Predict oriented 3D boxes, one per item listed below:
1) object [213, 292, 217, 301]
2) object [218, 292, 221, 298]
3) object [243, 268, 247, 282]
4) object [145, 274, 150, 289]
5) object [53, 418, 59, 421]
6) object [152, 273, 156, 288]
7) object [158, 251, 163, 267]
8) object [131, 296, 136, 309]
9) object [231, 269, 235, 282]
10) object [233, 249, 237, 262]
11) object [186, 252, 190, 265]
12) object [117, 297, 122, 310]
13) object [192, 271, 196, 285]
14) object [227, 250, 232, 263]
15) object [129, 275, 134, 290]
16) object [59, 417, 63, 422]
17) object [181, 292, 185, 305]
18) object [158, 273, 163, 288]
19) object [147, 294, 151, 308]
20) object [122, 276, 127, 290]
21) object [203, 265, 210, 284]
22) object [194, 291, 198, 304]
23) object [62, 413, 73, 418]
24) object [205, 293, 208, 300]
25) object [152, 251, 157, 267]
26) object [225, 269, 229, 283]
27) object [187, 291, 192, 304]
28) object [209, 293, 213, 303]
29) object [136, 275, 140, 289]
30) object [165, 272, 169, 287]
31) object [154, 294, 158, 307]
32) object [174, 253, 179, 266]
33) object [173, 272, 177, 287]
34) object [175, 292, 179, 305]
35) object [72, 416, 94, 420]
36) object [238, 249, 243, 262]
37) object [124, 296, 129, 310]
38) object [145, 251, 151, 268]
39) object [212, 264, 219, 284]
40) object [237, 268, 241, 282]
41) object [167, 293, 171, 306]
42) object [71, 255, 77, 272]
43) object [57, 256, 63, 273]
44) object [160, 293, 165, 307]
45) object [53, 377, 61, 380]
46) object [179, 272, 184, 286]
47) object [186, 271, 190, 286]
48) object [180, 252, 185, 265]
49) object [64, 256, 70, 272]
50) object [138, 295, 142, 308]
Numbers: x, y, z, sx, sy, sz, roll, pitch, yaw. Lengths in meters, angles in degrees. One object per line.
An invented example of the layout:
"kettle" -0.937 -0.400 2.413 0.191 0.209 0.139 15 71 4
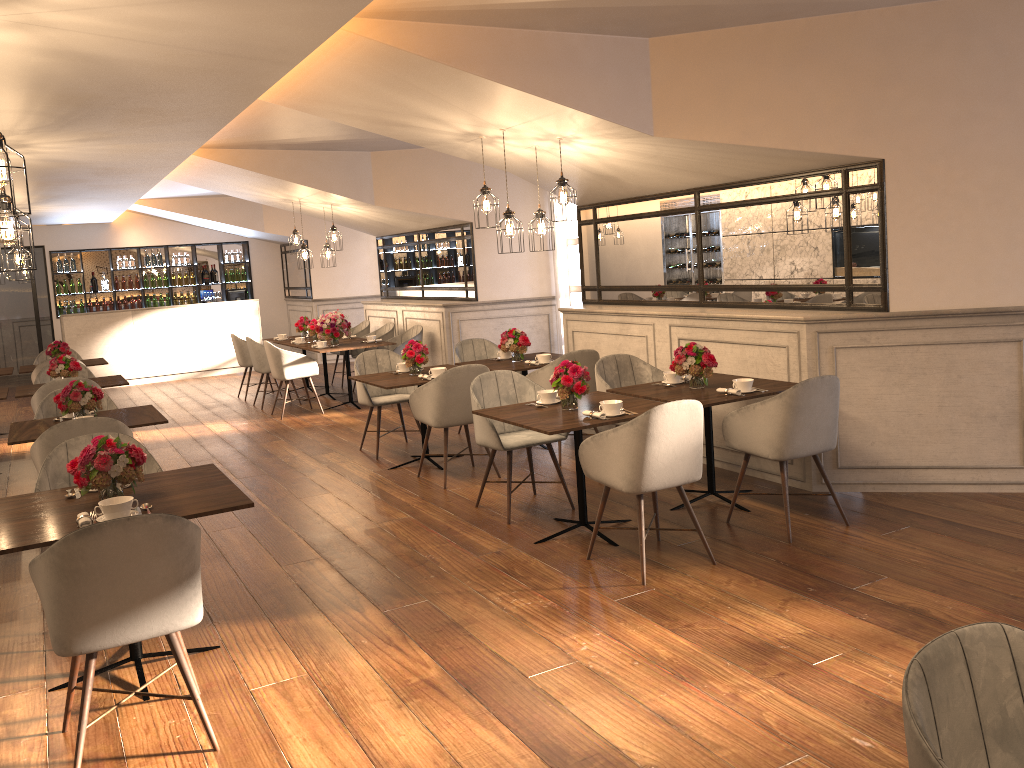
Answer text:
"object" -5.454 -1.582 16.279 0.065 0.207 0.065 -2 5 17
"object" -5.386 -1.592 16.315 0.065 0.207 0.065 -2 5 17
"object" -4.981 -2.042 16.514 0.066 0.260 0.066 0 7 40
"object" -6.479 -1.824 15.710 0.066 0.260 0.066 0 7 40
"object" -3.084 0.237 5.977 0.043 0.015 0.198 -9 9 -31
"object" -6.382 -1.840 15.762 0.066 0.262 0.066 0 7 40
"object" -6.267 -2.245 15.769 0.075 0.308 0.075 -5 5 -17
"object" -6.684 -1.432 15.618 0.066 0.260 0.066 0 7 40
"object" -5.175 -2.014 16.410 0.066 0.260 0.066 0 7 40
"object" -5.127 -2.373 16.384 0.070 0.234 0.041 -7 6 -28
"object" -5.856 -2.267 15.992 0.070 0.234 0.041 -7 6 -28
"object" -6.878 -1.404 15.514 0.066 0.260 0.066 0 7 40
"object" -5.781 -1.926 16.085 0.066 0.260 0.066 0 7 40
"object" -5.215 -2.360 16.336 0.070 0.234 0.041 -7 6 -28
"object" -6.709 -1.791 15.587 0.066 0.260 0.066 0 7 40
"object" -3.049 0.239 5.988 0.022 0.004 0.211 -8 9 -28
"object" -5.950 -1.539 16.011 0.066 0.260 0.066 0 7 40
"object" -6.285 -1.854 15.814 0.066 0.262 0.066 0 7 40
"object" -6.455 -1.466 15.741 0.066 0.260 0.066 0 7 40
"object" -6.806 -1.777 15.535 0.066 0.260 0.066 0 7 40
"object" -5.583 -1.999 16.163 0.104 0.358 0.105 -2 6 24
"object" -5.756 -1.567 16.115 0.066 0.260 0.066 0 7 40
"object" -2.996 0.192 6.045 0.148 0.072 0.149 2 10 39
"object" -5.591 -1.562 16.206 0.065 0.207 0.065 -2 5 17
"object" -6.358 -2.232 15.720 0.075 0.308 0.075 -5 5 -17
"object" -5.272 -2.001 16.358 0.066 0.262 0.066 0 7 40
"object" -5.853 -1.553 16.063 0.066 0.260 0.066 0 7 40
"object" -5.522 -1.572 16.242 0.065 0.207 0.065 -2 5 17
"object" -6.612 -1.805 15.639 0.066 0.260 0.066 0 7 40
"object" -6.189 -1.868 15.866 0.066 0.262 0.066 0 7 40
"object" -6.358 -1.480 15.793 0.066 0.260 0.066 0 7 40
"object" -6.033 -2.241 15.898 0.070 0.234 0.041 -7 6 -28
"object" -6.072 -1.884 15.929 0.066 0.260 0.066 0 7 40
"object" -6.047 -1.525 15.960 0.066 0.260 0.066 0 7 40
"object" -2.674 0.245 5.527 0.148 0.072 0.149 2 10 39
"object" -5.038 -2.386 16.431 0.070 0.234 0.041 -7 6 -28
"object" -6.781 -1.418 15.566 0.066 0.260 0.066 0 7 40
"object" -6.450 -2.219 15.671 0.075 0.308 0.075 -4 5 4
"object" -5.444 -2.020 16.234 0.104 0.357 0.104 -4 5 -1
"object" -5.078 -2.028 16.462 0.066 0.260 0.066 0 7 40
"object" -6.164 -1.508 15.897 0.066 0.260 0.066 0 7 40
"object" -7.492 -2.068 15.112 0.075 0.308 0.075 -2 5 19
"object" -7.675 -2.041 15.014 0.075 0.308 0.075 -4 5 -3
"object" -6.261 -1.494 15.845 0.066 0.260 0.066 0 7 40
"object" -4.221 -0.048 8.306 0.148 0.072 0.149 -2 8 14
"object" -5.975 -1.898 15.981 0.066 0.260 0.066 0 7 40
"object" -5.878 -1.912 16.033 0.066 0.260 0.066 0 7 40
"object" -5.944 -2.254 15.945 0.070 0.234 0.041 -7 6 -28
"object" -7.583 -2.054 15.063 0.075 0.308 0.075 -3 5 15
"object" -6.587 -1.447 15.670 0.066 0.260 0.066 0 7 40
